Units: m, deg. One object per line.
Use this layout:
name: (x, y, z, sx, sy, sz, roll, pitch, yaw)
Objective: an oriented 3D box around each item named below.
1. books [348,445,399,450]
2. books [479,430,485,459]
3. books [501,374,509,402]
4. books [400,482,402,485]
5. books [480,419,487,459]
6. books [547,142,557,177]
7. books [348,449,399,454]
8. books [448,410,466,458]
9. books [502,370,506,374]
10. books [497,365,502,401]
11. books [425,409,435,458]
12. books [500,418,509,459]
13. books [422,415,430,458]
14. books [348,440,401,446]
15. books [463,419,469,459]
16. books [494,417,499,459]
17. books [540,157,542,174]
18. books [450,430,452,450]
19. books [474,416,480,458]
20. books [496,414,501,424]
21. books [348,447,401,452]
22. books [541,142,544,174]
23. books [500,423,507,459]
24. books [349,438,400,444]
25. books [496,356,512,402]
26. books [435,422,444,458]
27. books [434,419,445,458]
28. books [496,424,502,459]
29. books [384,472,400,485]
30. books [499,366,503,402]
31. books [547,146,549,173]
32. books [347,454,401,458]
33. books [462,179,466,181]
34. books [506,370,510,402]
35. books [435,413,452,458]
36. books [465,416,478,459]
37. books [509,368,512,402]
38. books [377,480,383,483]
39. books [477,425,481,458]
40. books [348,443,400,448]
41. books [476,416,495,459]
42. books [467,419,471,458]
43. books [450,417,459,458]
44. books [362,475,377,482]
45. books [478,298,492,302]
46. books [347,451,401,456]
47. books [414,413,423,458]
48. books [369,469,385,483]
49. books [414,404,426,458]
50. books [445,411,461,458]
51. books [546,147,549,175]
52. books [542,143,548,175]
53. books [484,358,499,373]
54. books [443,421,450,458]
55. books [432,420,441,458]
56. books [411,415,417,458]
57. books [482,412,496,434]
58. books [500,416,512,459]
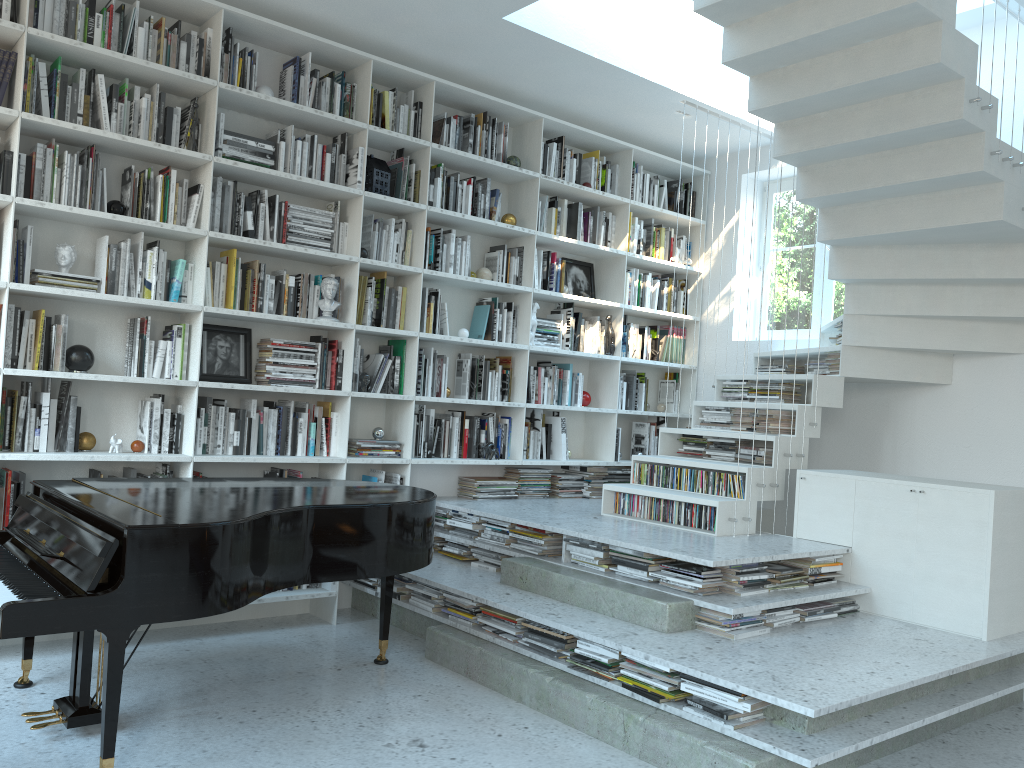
books: (-0.805, 0.365, 5.126, 0.254, 0.012, 0.161, 5, -2, -34)
books: (-0.234, 0.379, 5.656, 0.025, 0.181, 0.169, 4, -1, -39)
books: (-0.089, 0.023, 5.736, 0.016, 0.180, 0.189, 4, -1, -39)
books: (-0.694, 0.685, 5.175, 0.013, 0.233, 0.149, 4, -1, -39)
books: (-0.219, 0.346, 5.670, 0.012, 0.249, 0.164, 4, -1, -39)
books: (0.227, -1.472, 5.962, 0.048, 0.278, 0.150, 4, -1, -39)
books: (-0.806, 0.390, 5.124, 0.254, 0.012, 0.161, 5, -2, -33)
books: (-0.354, 0.312, 5.543, 0.012, 0.293, 0.175, 4, -1, -39)
books: (-0.093, 0.011, 5.768, 0.016, 0.205, 0.141, 4, -1, -39)
books: (-0.137, -0.005, 5.713, 0.018, 0.229, 0.181, 4, -1, -39)
books: (-0.543, 0.296, 5.381, 0.030, 0.294, 0.188, 4, -1, -39)
books: (-0.083, 0.353, 5.773, 0.026, 0.258, 0.156, 4, -1, -39)
books: (-0.565, 0.313, 5.365, 0.023, 0.256, 0.178, 4, -1, -39)
books: (-0.803, 0.341, 5.125, 0.285, 0.012, 0.159, 5, -2, -35)
books: (-0.341, 0.338, 5.558, 0.031, 0.244, 0.184, 4, -1, -39)
books: (-0.147, 0.345, 5.735, 0.021, 0.264, 0.150, 4, -1, -39)
books: (0.127, -1.433, 5.862, 0.022, 0.182, 0.189, 4, -1, -39)
books: (-0.426, 0.343, 5.510, 0.012, 0.221, 0.153, 4, -1, -39)
books: (-0.271, 0.335, 5.630, 0.026, 0.263, 0.169, 4, -1, -39)
books: (-0.132, 0.337, 5.764, 0.012, 0.282, 0.143, 4, -1, -39)
books: (-0.804, 0.377, 5.122, 0.285, 0.012, 0.159, 5, -2, -36)
books: (0.140, -1.466, 5.886, 0.025, 0.250, 0.178, 4, -1, -39)
books: (-0.100, 0.366, 5.751, 0.025, 0.228, 0.175, 4, -1, -39)
books: (-0.798, 0.329, 5.119, 0.254, 0.012, 0.161, 4, -2, -30)
books: (-0.061, -0.032, 5.771, 0.007, 0.295, 0.162, 4, -1, -39)
books: (-0.481, 0.340, 5.454, 0.011, 0.217, 0.175, 4, -1, -39)
books: (-0.471, 0.332, 5.474, 0.029, 0.234, 0.142, 4, -1, -39)
books: (-0.128, 0.368, 5.736, 0.013, 0.220, 0.168, 4, -1, -39)
books: (-0.712, 0.657, 5.150, 0.021, 0.285, 0.172, 4, -1, -39)
books: (-0.118, -0.004, 5.745, 0.021, 0.231, 0.155, 4, -1, -39)
books: (0.187, -1.461, 5.951, 0.027, 0.249, 0.140, 4, -1, -39)
books: (-0.806, 0.414, 5.122, 0.285, 0.012, 0.159, 5, -2, -36)
books: (-0.312, -1.145, 5.572, 0.010, 0.271, 0.120, 4, -1, -39)
books: (-0.076, 0.013, 5.770, 0.013, 0.204, 0.158, 4, -1, -39)
books: (-0.431, 0.319, 5.498, 0.014, 0.268, 0.171, 4, -1, -39)
books: (-0.286, 0.334, 5.608, 0.026, 0.262, 0.173, 4, -1, -39)
books: (-0.052, 0.006, 5.809, 0.009, 0.223, 0.146, 4, -1, -39)
books: (-0.800, 0.670, 5.079, 0.014, 0.246, 0.176, 4, -1, -39)
books: (-0.255, 0.362, 5.646, 0.022, 0.211, 0.135, 4, -1, -39)
books: (-0.798, 0.353, 5.117, 0.254, 0.012, 0.161, 5, -2, -39)
books: (-0.185, 0.340, 5.690, 0.070, 0.266, 0.186, 4, -1, -39)
books: (-0.315, 0.342, 5.606, 0.021, 0.242, 0.131, 4, -1, -39)
books: (-0.400, 0.329, 5.510, 0.025, 0.252, 0.181, 4, -1, -39)
books: (-0.822, 0.659, 5.072, 0.005, 0.264, 0.162, 4, -1, -39)
books: (-0.178, -0.406, 5.695, 0.016, 0.290, 0.135, 4, -1, -39)
books: (-0.808, 0.402, 5.126, 0.285, 0.012, 0.159, 5, -2, -34)
books: (-0.600, 0.307, 5.333, 0.023, 0.262, 0.186, 4, -1, -39)
books: (-0.792, 0.644, 5.109, 0.032, 0.300, 0.149, 4, -1, -39)
books: (-0.586, 0.281, 5.345, 0.010, 0.316, 0.186, 4, -1, -39)
books: (-0.378, 0.315, 5.552, 0.012, 0.285, 0.159, 4, -1, -39)
books: (0.177, -1.453, 5.921, 0.024, 0.231, 0.168, 4, -1, -39)
books: (0.163, -1.460, 5.899, 0.026, 0.241, 0.184, 4, -1, -39)
books: (-0.146, -0.028, 5.707, 0.006, 0.274, 0.173, 4, -1, -39)
books: (-0.449, 0.337, 5.488, 0.024, 0.228, 0.159, 4, -1, -39)
books: (-0.510, 0.330, 5.429, 0.065, 0.231, 0.162, 4, -1, -39)
books: (-0.627, 0.309, 5.337, 0.012, 0.254, 0.161, 4, -1, -39)
books: (-0.159, 0.329, 5.724, 0.013, 0.294, 0.134, 4, -1, -39)
books: (-0.064, 0.347, 5.789, 0.025, 0.272, 0.171, 4, -1, -39)
